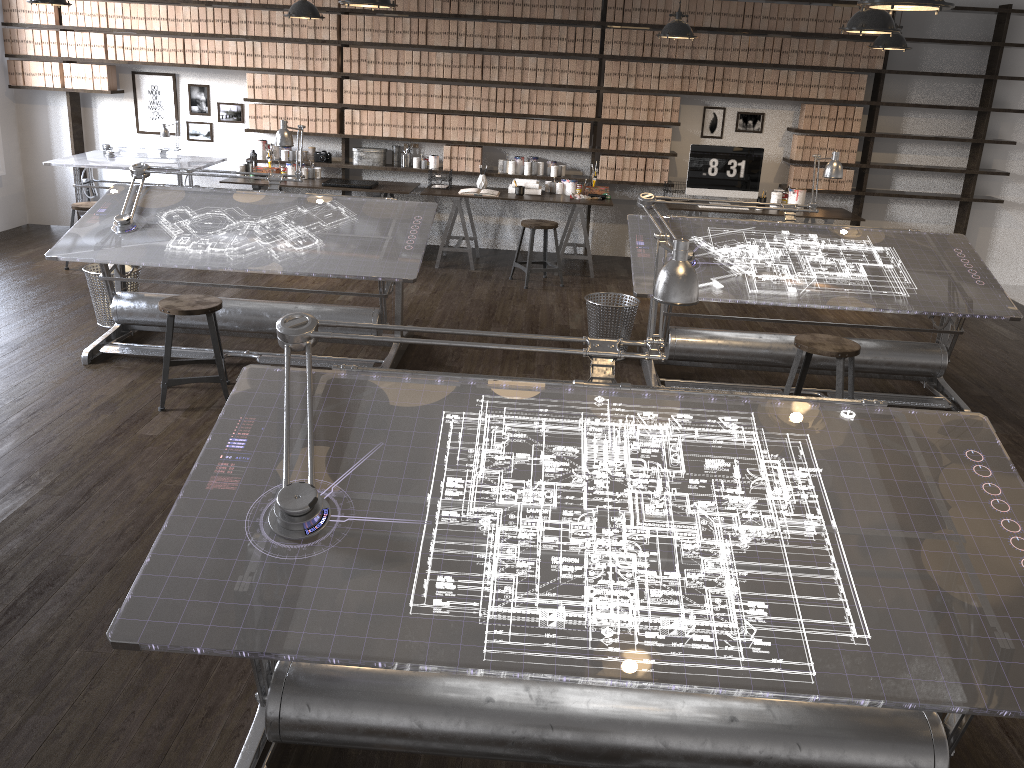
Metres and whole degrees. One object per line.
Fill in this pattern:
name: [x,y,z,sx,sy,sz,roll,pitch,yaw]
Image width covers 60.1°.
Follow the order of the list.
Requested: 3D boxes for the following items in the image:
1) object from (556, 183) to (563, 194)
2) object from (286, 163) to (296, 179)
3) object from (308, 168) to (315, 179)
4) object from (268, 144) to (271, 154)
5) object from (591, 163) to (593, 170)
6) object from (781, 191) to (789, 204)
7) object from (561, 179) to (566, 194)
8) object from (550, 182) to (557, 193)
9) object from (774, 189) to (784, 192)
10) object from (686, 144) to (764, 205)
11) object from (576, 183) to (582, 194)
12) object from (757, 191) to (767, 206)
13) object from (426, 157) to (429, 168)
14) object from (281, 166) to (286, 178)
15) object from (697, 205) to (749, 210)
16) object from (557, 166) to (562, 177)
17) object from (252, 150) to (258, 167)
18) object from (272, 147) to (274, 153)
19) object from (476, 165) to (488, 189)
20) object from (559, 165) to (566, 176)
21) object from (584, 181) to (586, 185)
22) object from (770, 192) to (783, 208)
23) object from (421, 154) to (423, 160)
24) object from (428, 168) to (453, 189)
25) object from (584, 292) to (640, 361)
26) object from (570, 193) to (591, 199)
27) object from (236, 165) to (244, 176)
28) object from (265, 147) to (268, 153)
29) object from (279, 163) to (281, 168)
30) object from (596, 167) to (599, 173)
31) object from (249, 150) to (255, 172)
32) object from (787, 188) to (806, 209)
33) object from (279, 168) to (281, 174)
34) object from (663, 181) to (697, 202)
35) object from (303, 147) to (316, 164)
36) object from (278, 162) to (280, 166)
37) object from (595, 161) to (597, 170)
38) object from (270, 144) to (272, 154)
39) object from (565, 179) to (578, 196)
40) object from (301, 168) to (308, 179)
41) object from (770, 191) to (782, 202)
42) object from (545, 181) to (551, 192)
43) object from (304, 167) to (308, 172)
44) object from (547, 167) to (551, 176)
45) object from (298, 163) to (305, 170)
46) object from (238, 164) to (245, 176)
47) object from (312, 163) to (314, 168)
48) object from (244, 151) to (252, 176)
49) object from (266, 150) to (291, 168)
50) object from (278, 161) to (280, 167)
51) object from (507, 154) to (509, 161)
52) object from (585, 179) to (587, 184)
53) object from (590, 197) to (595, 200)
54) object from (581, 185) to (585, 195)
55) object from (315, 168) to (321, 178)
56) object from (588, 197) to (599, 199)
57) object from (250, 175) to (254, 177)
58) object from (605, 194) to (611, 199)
object: [0.431,-1.776,8.046,0.062,0.093,0.062,-11,23,-36]
object: [-2.016,-1.952,8.112,0.105,0.139,0.105,1,18,-5]
object: [-1.849,-1.942,8.166,0.063,0.092,0.064,-11,23,-37]
object: [-2.303,-2.197,8.358,0.050,0.137,0.052,3,18,0]
object: [0.732,-1.886,7.981,0.055,0.211,0.007,6,18,8]
object: [2.440,-1.641,7.921,0.068,0.152,0.069,-4,19,-21]
object: [0.498,-1.815,8.130,0.095,0.126,0.095,3,18,-2]
object: [0.378,-1.794,8.090,0.063,0.092,0.063,19,24,40]
object: [2.428,-1.697,8.075,0.095,0.142,0.096,9,19,18]
object: [1.891,-1.869,7.928,0.643,0.510,0.207,4,18,2]
object: [0.604,-1.751,7.989,0.049,0.110,0.050,5,18,5]
object: [2.271,-1.690,8.041,0.097,0.140,0.093,-3,19,-18]
object: [-0.790,-2.073,8.310,0.045,0.099,0.045,5,18,4]
object: [-2.085,-1.930,8.081,0.049,0.110,0.050,3,18,-1]
object: [1.849,-1.549,7.760,0.439,0.017,0.120,2,20,-2]
object: [0.432,-1.978,8.228,0.063,0.093,0.063,15,22,32]
object: [-2.387,-2.048,8.186,0.069,0.226,0.069,3,18,-1]
object: [-2.196,-2.078,8.090,0.055,0.190,0.006,3,17,1]
object: [-0.272,-1.901,8.136,0.102,0.206,0.102,-13,24,-41]
object: [0.470,-1.996,8.285,0.062,0.094,0.062,15,21,32]
object: [0.650,-1.787,8.033,0.040,0.128,0.005,3,17,0]
object: [2.351,-1.633,7.887,0.095,0.142,0.095,13,20,27]
object: [-0.831,-2.081,8.257,0.041,0.123,0.008,0,18,-9]
object: [-0.649,-1.861,8.037,0.204,0.158,0.288,4,19,2]
object: [0.628,-0.363,5.681,0.354,0.372,0.357,11,20,22]
object: [0.613,-1.669,7.854,0.197,0.050,0.134,-7,22,-26]
object: [-2.468,-1.937,8.045,0.068,0.103,0.069,5,18,6]
object: [-2.216,-2.072,8.088,0.071,0.183,0.008,4,17,3]
object: [-2.123,-1.976,8.150,0.040,0.122,0.005,5,17,5]
object: [0.749,-1.873,7.982,0.008,0.183,0.072,-14,24,-43]
object: [-2.391,-2.023,8.104,0.069,0.234,0.069,3,18,-1]
object: [2.520,-1.630,7.848,0.144,0.193,0.147,-5,20,-24]
object: [-2.108,-1.942,8.146,0.060,0.087,0.060,2,18,-2]
object: [1.527,-1.748,8.050,0.284,0.158,0.207,1,19,-6]
object: [-1.884,-2.143,8.335,0.107,0.159,0.239,-8,22,-30]
object: [-2.123,-1.972,8.128,0.040,0.128,0.005,4,17,4]
object: [0.752,-1.897,7.992,0.007,0.225,0.020,14,20,31]
object: [-2.201,-2.079,8.074,0.055,0.211,0.007,16,22,36]
object: [0.540,-1.781,8.024,0.105,0.139,0.105,6,18,9]
object: [-1.906,-1.931,8.126,0.062,0.093,0.062,19,24,40]
object: [2.384,-1.666,7.986,0.097,0.141,0.097,9,19,18]
object: [0.334,-1.814,8.138,0.062,0.093,0.062,19,24,40]
object: [-1.903,-1.953,8.186,0.045,0.099,0.045,4,18,2]
object: [0.351,-1.981,8.255,0.054,0.080,0.055,1,18,-7]
object: [-1.963,-1.979,8.214,0.095,0.126,0.095,5,18,6]
object: [-2.473,-1.964,8.119,0.070,0.102,0.070,2,18,-2]
object: [-1.857,-1.988,8.233,0.029,0.131,0.004,2,17,-2]
object: [-2.395,-1.995,8.037,0.069,0.226,0.069,3,18,-1]
object: [-2.151,-2.089,8.215,0.077,0.144,0.349,11,21,23]
object: [-2.132,-1.974,8.134,0.033,0.145,0.005,4,17,3]
object: [-0.031,-2.065,8.299,0.041,0.166,0.009,5,17,5]
object: [0.659,-1.788,8.038,0.033,0.145,0.005,4,17,1]
object: [0.715,-1.643,7.841,0.006,0.006,0.158,10,21,21]
object: [0.632,-1.760,8.053,0.060,0.087,0.060,5,18,6]
object: [-1.800,-1.956,8.211,0.062,0.093,0.062,-11,23,-37]
object: [0.721,-1.648,7.845,0.172,0.017,0.011,-8,21,-28]
object: [-2.350,-1.892,8.037,0.049,0.037,0.050,3,19,-1]
object: [0.859,-1.679,7.927,0.049,0.037,0.050,5,19,5]
